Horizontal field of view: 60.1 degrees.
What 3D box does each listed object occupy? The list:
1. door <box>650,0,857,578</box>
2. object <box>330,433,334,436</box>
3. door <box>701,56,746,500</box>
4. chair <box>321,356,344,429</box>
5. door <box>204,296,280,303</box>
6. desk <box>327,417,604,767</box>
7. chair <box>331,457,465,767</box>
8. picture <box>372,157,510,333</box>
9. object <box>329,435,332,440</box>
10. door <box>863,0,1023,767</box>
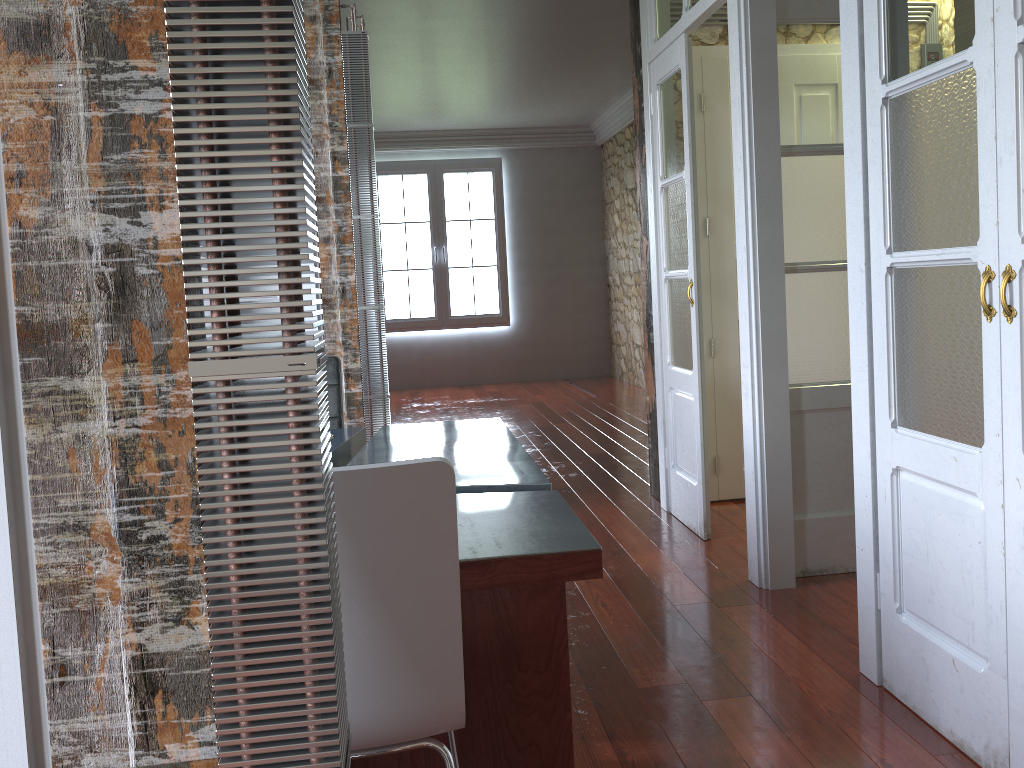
[{"bbox_3d":[0.855,-0.395,3.700,0.483,2.175,1.189,-5,4,-33],"label":"door"},{"bbox_3d":[-0.659,0.173,3.136,0.011,0.011,0.149,-6,7,-31],"label":"object"},{"bbox_3d":[1.409,-0.542,4.501,0.869,2.211,0.146,-3,3,-7],"label":"door"},{"bbox_3d":[-0.811,0.389,3.115,0.475,0.916,0.603,-3,4,-7],"label":"chair"},{"bbox_3d":[-1.473,-0.292,3.849,1.161,2.175,0.041,-3,3,-7],"label":"door"},{"bbox_3d":[-0.639,0.585,2.413,1.446,0.652,1.719,-4,6,-7],"label":"desk"},{"bbox_3d":[-0.304,0.541,1.495,0.475,0.916,0.603,-3,4,-7],"label":"chair"},{"bbox_3d":[-0.851,-1.625,10.357,1.580,1.982,0.127,-3,3,-7],"label":"picture"},{"bbox_3d":[-0.770,0.203,2.958,0.307,0.012,0.224,-3,6,-2],"label":"object"},{"bbox_3d":[1.041,-0.204,1.863,0.041,2.173,1.061,-3,4,-7],"label":"door"}]
